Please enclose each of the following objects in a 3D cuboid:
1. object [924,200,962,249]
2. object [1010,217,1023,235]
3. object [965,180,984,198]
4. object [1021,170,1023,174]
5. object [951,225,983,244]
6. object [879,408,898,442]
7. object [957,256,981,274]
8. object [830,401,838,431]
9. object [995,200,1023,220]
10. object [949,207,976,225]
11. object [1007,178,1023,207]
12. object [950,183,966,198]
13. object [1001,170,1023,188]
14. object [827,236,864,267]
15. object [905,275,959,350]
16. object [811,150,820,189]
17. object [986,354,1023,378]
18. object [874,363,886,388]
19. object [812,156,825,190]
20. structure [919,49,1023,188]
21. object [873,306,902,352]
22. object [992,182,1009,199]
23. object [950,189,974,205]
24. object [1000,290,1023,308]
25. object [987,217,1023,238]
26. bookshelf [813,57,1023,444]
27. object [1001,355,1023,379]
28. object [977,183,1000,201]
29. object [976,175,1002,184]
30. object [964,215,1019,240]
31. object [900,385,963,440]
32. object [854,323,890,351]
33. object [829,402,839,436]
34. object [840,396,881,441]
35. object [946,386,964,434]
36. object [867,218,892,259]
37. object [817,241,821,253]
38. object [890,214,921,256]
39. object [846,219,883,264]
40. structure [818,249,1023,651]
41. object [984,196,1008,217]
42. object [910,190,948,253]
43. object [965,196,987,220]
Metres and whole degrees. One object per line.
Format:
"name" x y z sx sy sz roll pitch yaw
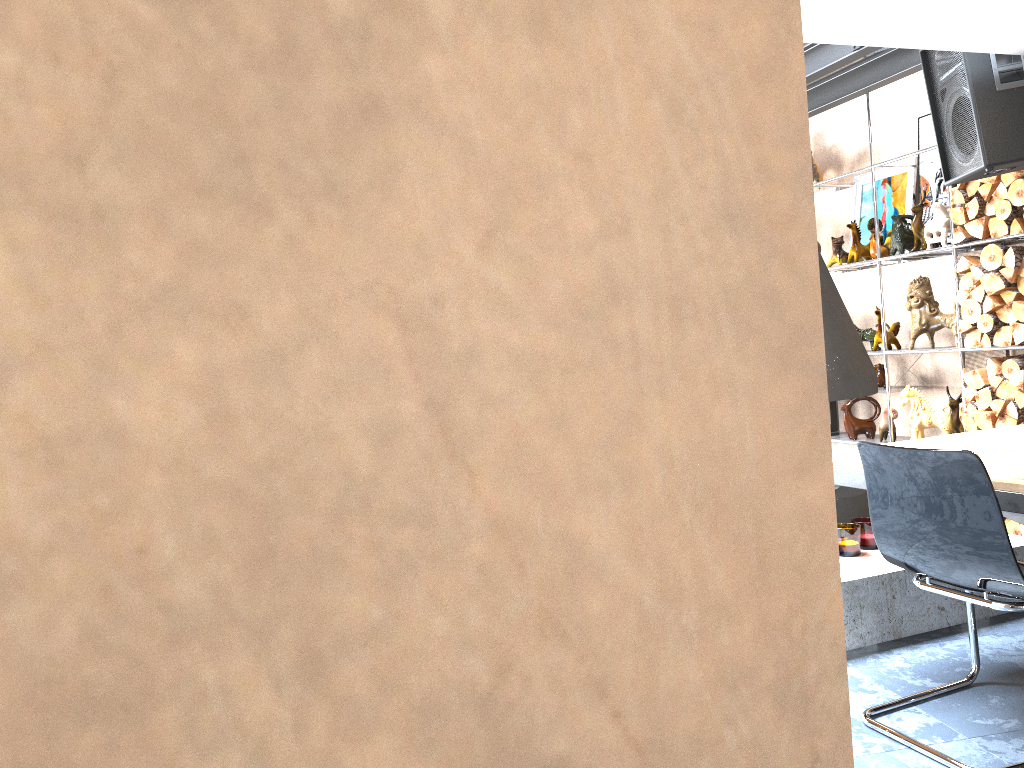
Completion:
"object" 2.515 -0.916 5.075 0.314 0.280 0.151 -5 2 -22
"object" 2.714 -0.819 4.577 0.303 0.095 0.087 -5 2 -20
"object" 2.610 -1.079 4.804 0.290 0.153 0.112 -5 2 -17
"object" 2.716 -1.039 4.468 0.310 0.121 0.111 -5 2 -19
"object" 2.587 -0.833 4.887 0.330 0.105 0.107 -5 2 -18
"object" 2.385 0.255 5.639 0.119 0.220 0.212 -4 2 14
"object" 2.602 -0.658 4.875 0.308 0.107 0.121 -5 2 -24
"object" 2.157 0.207 6.435 0.343 0.303 0.175 -5 2 -20
"object" 2.663 -0.901 4.591 0.312 0.110 0.103 -5 2 -17
"object" 2.575 -0.928 4.891 0.321 0.109 0.110 -5 2 -21
"object" 2.684 -0.974 4.511 0.286 0.143 0.143 -5 2 -20
"object" 2.563 -1.088 4.869 0.308 0.120 0.097 -5 2 -16
"object" 2.683 -1.067 4.549 0.329 0.107 0.128 -5 2 -20
"object" 2.240 -0.882 5.899 0.272 0.207 0.137 -5 2 -17
"object" 2.519 -0.433 5.225 0.210 0.451 0.405 -5 2 -28
"object" 2.039 -1.477 6.069 0.208 0.280 0.131 -6 2 -38
"object" 2.715 -0.095 4.792 0.289 0.121 0.107 -5 2 -19
"object" 2.351 -0.052 5.671 0.105 0.168 0.210 -4 2 20
"object" 2.069 -1.582 6.358 0.215 0.458 0.328 -5 2 -15
"structure" 2.234 -1.324 4.080 0.506 0.744 0.460 -4 2 5
"object" 2.384 -0.355 5.620 0.290 0.290 0.097 -6 2 -40
"object" 2.664 -1.010 4.635 0.331 0.110 0.101 -5 2 -22
"object" 2.575 -1.022 4.875 0.331 0.110 0.107 -5 2 -18
"object" 2.720 -0.455 4.664 0.330 0.098 0.107 -5 2 -24
"object" 2.674 -0.833 4.679 0.299 0.114 0.135 -5 2 -18
"bookshelf" 3.186 -2.319 3.072 0.421 6.219 10.738 -5 2 -20
"object" 2.743 -0.108 4.698 0.312 0.150 0.140 -5 2 -24
"object" 2.649 -1.024 4.716 0.330 0.098 0.107 -5 2 -16
"object" 2.621 -1.108 4.653 0.322 0.128 0.164 -5 2 -20
"object" 2.644 -0.839 4.803 0.362 0.131 0.154 -5 2 -21
"object" 2.527 0.181 5.313 0.375 0.363 0.170 -3 2 35
"object" 2.275 -0.320 5.856 0.403 0.221 0.192 -4 2 17
"object" 2.182 0.094 6.194 0.112 0.533 0.112 -5 2 -20
"object" 2.302 0.223 5.861 0.249 0.290 0.114 -4 2 5
"object" 2.585 0.185 5.105 0.198 0.358 0.116 -5 2 -28
"object" 2.327 -0.913 5.568 0.227 0.270 0.123 -5 2 -20
"object" 2.059 -0.905 6.148 0.164 0.266 0.237 -5 2 -3
"object" 2.418 -0.905 5.384 0.253 0.249 0.126 -5 2 -15
"object" 2.288 -0.920 5.734 0.290 0.290 0.097 -5 2 -22
"structure" 1.066 -1.918 4.036 1.197 5.700 1.689 -5 2 -20
"object" 2.664 -0.947 4.693 0.288 0.118 0.147 -5 2 -16
"object" 2.444 -0.955 5.227 0.198 0.358 0.116 -5 2 -13
"object" 2.611 -0.962 4.784 0.329 0.135 0.095 -5 2 -17
